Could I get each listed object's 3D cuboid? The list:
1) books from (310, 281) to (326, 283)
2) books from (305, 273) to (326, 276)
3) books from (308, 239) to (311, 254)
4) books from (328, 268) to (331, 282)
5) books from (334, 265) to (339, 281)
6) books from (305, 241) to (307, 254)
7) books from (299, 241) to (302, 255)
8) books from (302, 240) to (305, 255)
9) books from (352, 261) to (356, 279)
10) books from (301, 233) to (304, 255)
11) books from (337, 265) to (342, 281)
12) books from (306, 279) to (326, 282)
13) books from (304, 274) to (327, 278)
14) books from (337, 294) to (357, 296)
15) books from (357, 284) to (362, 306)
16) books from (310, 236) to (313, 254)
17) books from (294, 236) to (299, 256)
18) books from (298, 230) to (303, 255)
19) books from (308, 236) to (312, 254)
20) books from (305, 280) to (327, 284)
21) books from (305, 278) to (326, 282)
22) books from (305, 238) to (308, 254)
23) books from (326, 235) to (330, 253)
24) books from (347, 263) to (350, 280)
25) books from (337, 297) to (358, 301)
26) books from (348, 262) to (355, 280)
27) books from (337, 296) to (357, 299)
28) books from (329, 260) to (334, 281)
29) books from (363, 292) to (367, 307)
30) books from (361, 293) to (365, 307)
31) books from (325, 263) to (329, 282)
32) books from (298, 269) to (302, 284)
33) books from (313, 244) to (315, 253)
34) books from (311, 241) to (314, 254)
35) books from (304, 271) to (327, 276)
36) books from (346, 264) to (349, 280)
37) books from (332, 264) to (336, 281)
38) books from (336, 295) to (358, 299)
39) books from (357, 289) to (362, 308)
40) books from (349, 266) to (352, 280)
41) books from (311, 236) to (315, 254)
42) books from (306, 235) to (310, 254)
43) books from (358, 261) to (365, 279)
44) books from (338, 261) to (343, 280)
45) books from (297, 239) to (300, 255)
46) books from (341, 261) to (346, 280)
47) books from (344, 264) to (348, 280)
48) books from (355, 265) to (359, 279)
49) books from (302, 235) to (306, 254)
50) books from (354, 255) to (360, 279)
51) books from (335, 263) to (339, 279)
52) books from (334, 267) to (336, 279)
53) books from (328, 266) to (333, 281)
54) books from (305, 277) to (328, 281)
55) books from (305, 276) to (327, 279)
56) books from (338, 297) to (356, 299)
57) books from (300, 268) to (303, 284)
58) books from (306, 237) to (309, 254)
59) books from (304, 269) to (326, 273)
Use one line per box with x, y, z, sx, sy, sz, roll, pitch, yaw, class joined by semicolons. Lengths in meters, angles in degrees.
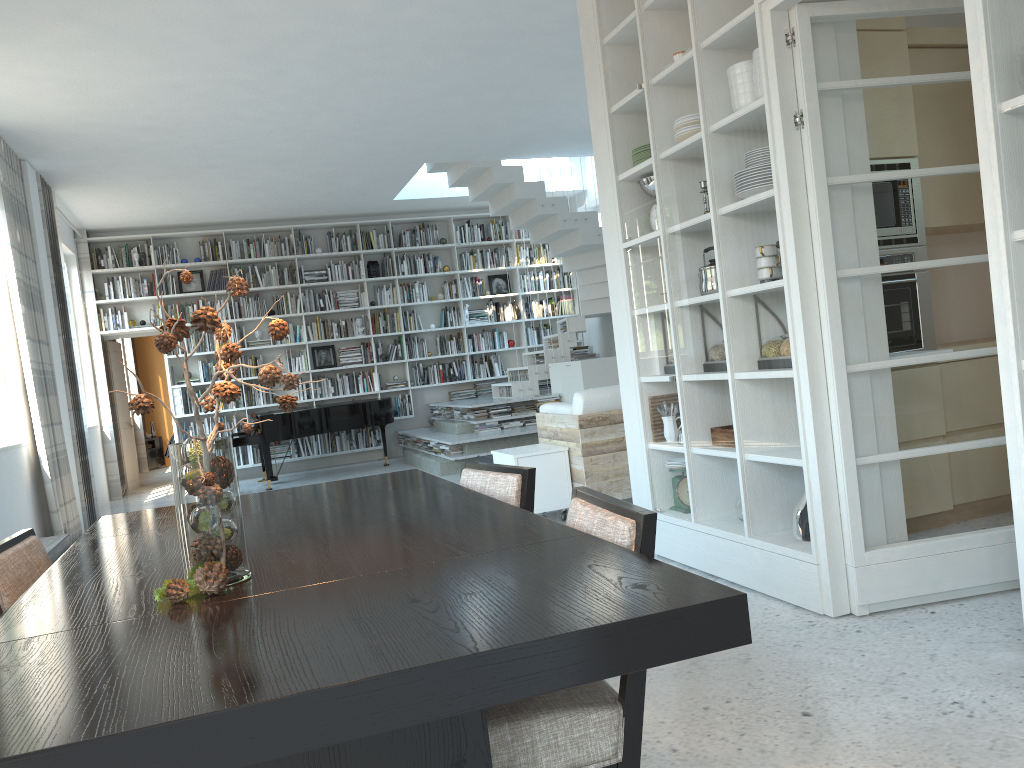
-2.546;-1.311;11.523;0.254;0.012;0.161;-7;1;-14;books
-2.557;-1.414;11.519;0.254;0.025;0.161;-7;2;-22;books
-2.624;-1.764;11.495;0.016;0.219;0.144;-7;2;-18;books
-2.388;-1.407;11.566;0.025;0.187;0.193;-7;2;-18;books
-2.302;-1.432;11.596;0.027;0.216;0.190;-7;2;-18;books
-2.673;-1.746;11.483;0.023;0.195;0.172;-7;2;-18;books
-2.737;-1.737;11.456;0.026;0.194;0.166;-7;2;-18;books
-2.704;-1.747;11.487;0.011;0.205;0.145;-7;2;-18;books
-2.085;-1.483;11.677;0.029;0.261;0.133;-7;2;-18;books
-2.715;-1.791;11.471;0.010;0.296;0.153;-7;2;-18;books
-2.266;-1.438;11.610;0.028;0.219;0.183;-7;2;-18;books
-2.548;-1.335;11.520;0.254;0.012;0.161;-7;1;-13;books
-2.553;-1.389;11.518;0.285;0.024;0.159;-7;2;-13;books
-2.171;-1.160;11.643;0.254;0.012;0.161;-7;1;-13;books
-2.011;-1.152;11.704;0.012;0.319;0.140;-7;2;-18;books
-2.613;-1.781;11.516;0.013;0.250;0.148;-7;2;-18;books
-2.785;-1.760;11.434;0.026;0.253;0.185;-7;2;-18;books
-2.731;-1.812;11.472;0.014;0.341;0.145;-7;2;-18;books
-2.615;-1.783;11.495;0.005;0.255;0.168;-7;2;-18;books
-2.548;-1.323;11.524;0.285;0.012;0.159;-7;2;-15;books
-2.551;-1.347;11.523;0.254;0.012;0.161;-7;2;-21;books
-2.667;-1.766;11.506;0.006;0.233;0.136;-7;2;-18;books
-2.399;-1.805;11.580;0.012;0.245;0.151;-7;2;-18;books
-2.155;-1.458;11.643;0.012;0.230;0.158;-7;2;-18;books
-2.167;-1.112;11.649;0.285;0.012;0.159;-7;2;-15;books
-2.107;-1.473;11.653;0.032;0.248;0.173;-7;2;-18;books
-2.170;-1.136;11.650;0.254;0.012;0.161;-7;2;-16;books
-2.350;-1.460;11.566;0.011;0.284;0.190;-7;2;-18;books
-1.957;-1.101;11.724;0.030;0.205;0.158;-7;2;-18;books
-1.983;-1.094;11.710;0.029;0.198;0.172;-7;2;-18;books
-2.410;-1.438;11.563;0.012;0.254;0.161;-7;2;-18;books
-2.738;-1.370;11.448;0.027;0.201;0.167;-7;2;-18;books
-2.585;-1.777;11.528;0.004;0.236;0.137;-7;2;-18;books
-2.595;-1.751;11.512;0.010;0.187;0.152;-7;2;-18;books
-2.561;-1.438;11.523;0.285;0.024;0.159;-7;2;-16;books
-2.168;-1.457;11.645;0.010;0.230;0.152;-7;2;-18;books
-2.337;-1.439;11.587;0.021;0.237;0.171;-7;2;-18;books
-2.172;-1.148;11.652;0.285;0.012;0.159;-7;2;-19;books
-2.014;-1.118;11.686;0.012;0.254;0.161;-7;2;-18;books
-2.132;-1.440;11.646;0.028;0.188;0.176;-7;2;-18;books
-2.587;-1.787;11.507;0.011;0.256;0.143;-7;2;-18;books
-2.641;-1.784;11.493;0.013;0.264;0.147;-7;2;-18;books
-1.982;-1.482;11.638;0.037;0.237;0.272;-7;2;-18;books
-2.248;-1.469;11.637;0.029;0.273;0.140;-7;2;-18;books
-2.766;-1.750;11.459;0.023;0.228;0.157;-7;2;-18;books
-2.217;-1.470;11.625;0.023;0.269;0.185;-7;2;-18;books
-2.190;-1.450;11.625;0.023;0.223;0.190;-7;2;-18;books
-2.049;-1.457;11.674;0.029;0.202;0.191;-7;2;-18;books
-2.689;-1.778;11.464;0.011;0.265;0.163;-7;2;-18;books
-2.040;-1.525;11.686;0.012;0.334;0.155;-7;2;-18;books
-2.289;-1.449;11.613;0.012;0.244;0.131;-7;2;-18;books
-2.324;-1.424;11.604;0.011;0.204;0.133;-7;2;-18;books
-2.376;-1.427;11.601;0.024;0.223;0.128;-7;2;-18;books
-2.552;-1.360;11.523;0.285;0.012;0.159;-7;2;-21;books
-2.555;-1.371;11.525;0.285;0.012;0.159;-7;2;-20;books
-2.168;-1.124;11.649;0.254;0.012;0.161;-7;2;-21;books
-2.725;-1.380;11.466;0.013;0.218;0.141;-7;2;-18;books
-2.654;-1.774;11.496;0.014;0.248;0.139;-7;2;-18;books
-2.565;-1.462;11.526;0.285;0.024;0.159;-7;2;-18;books
